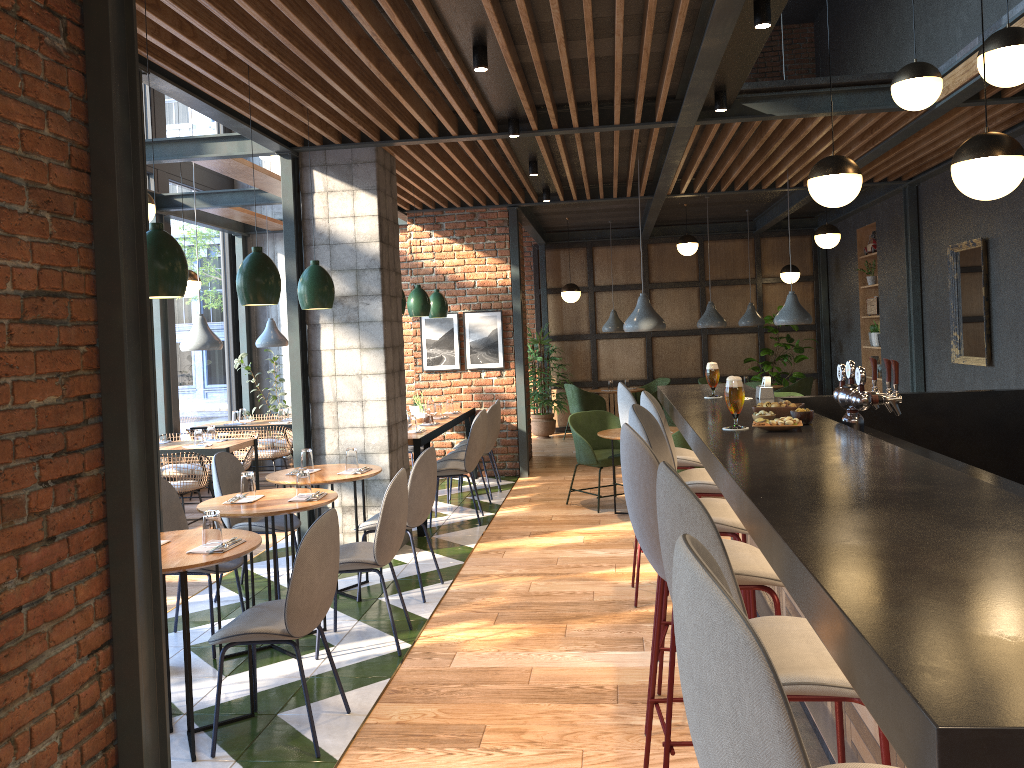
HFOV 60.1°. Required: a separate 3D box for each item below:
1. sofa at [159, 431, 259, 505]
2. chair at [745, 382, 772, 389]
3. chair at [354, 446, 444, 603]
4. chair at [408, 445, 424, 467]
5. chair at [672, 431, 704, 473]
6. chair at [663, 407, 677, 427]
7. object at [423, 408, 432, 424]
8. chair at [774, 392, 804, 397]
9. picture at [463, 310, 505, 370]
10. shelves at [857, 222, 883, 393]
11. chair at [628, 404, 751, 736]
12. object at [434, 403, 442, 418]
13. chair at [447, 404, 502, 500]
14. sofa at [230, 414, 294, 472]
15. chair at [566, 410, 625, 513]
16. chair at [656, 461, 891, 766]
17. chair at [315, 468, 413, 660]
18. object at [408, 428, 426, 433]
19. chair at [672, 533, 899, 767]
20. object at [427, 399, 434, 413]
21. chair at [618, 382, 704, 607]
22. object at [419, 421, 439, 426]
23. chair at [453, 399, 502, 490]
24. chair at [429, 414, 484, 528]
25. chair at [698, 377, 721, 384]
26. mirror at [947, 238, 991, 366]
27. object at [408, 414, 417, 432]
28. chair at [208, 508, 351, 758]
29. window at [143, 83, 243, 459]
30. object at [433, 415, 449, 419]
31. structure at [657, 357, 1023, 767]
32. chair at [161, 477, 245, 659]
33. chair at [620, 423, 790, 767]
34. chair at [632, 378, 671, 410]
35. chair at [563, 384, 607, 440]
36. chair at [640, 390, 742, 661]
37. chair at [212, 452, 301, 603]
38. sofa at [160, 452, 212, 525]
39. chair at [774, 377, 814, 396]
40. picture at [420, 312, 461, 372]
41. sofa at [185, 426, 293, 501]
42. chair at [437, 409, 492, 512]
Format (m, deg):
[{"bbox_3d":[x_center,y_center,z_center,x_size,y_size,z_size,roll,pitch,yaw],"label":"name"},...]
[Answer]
[{"bbox_3d":[-2.887,0.840,8.306,1.091,0.732,0.471,-2,1,6],"label":"sofa"},{"bbox_3d":[2.907,0.396,10.971,0.515,0.818,0.638,-3,2,-33],"label":"chair"},{"bbox_3d":[-0.700,0.829,5.394,0.507,0.887,0.419,-2,1,13],"label":"chair"},{"bbox_3d":[-1.137,0.643,9.088,0.507,0.887,0.419,-2,1,13],"label":"chair"},{"bbox_3d":[1.365,0.695,6.804,0.639,0.818,0.515,-3,1,-23],"label":"chair"},{"bbox_3d":[2.060,0.466,10.384,0.515,0.818,0.638,-3,2,-38],"label":"chair"},{"bbox_3d":[-0.768,0.289,7.996,0.080,0.138,0.080,-3,1,-30],"label":"object"},{"bbox_3d":[2.790,0.510,9.024,0.638,0.818,0.515,-2,1,6],"label":"chair"},{"bbox_3d":[-0.308,-0.477,9.617,0.430,0.631,0.015,-2,0,6],"label":"picture"},{"bbox_3d":[4.592,-0.617,10.991,0.284,2.705,0.836,-2,1,7],"label":"shelves"},{"bbox_3d":[0.738,0.695,3.482,0.507,1.243,0.419,-2,1,18],"label":"chair"},{"bbox_3d":[-0.721,0.256,8.562,0.080,0.138,0.080,-3,1,-20],"label":"object"},{"bbox_3d":[-0.375,0.640,8.544,0.507,0.887,0.419,-2,1,13],"label":"chair"},{"bbox_3d":[-2.671,0.724,10.220,1.091,0.732,0.471,-2,1,6],"label":"sofa"},{"bbox_3d":[0.828,0.661,7.838,0.639,0.818,0.515,-3,1,-28],"label":"chair"},{"bbox_3d":[0.599,0.786,1.959,0.507,1.243,0.418,-2,1,4],"label":"chair"},{"bbox_3d":[-0.771,0.882,4.505,0.507,0.887,0.418,-2,1,3],"label":"chair"},{"bbox_3d":[-0.811,0.391,7.391,0.157,0.019,0.243,-2,3,7],"label":"object"},{"bbox_3d":[0.503,0.830,1.233,0.507,1.243,0.418,-2,1,6],"label":"chair"},{"bbox_3d":[-0.838,0.229,9.131,0.080,0.138,0.080,-2,1,28],"label":"object"},{"bbox_3d":[0.884,0.599,5.085,0.507,1.243,0.418,-2,1,7],"label":"chair"},{"bbox_3d":[-0.744,0.356,7.973,0.157,0.019,0.243,-2,3,7],"label":"object"},{"bbox_3d":[-0.354,0.608,9.092,0.507,0.887,0.418,-2,1,3],"label":"chair"},{"bbox_3d":[-0.484,0.708,7.401,0.507,0.887,0.418,-2,1,3],"label":"chair"},{"bbox_3d":[2.930,0.315,12.416,0.514,0.818,0.639,-2,2,38],"label":"chair"},{"bbox_3d":[4.047,-0.716,7.842,0.061,1.085,0.769,-2,1,7],"label":"mirror"},{"bbox_3d":[-0.835,0.325,7.414,0.080,0.138,0.080,-2,1,30],"label":"object"},{"bbox_3d":[-0.929,0.944,3.503,0.507,0.887,0.418,-2,1,8],"label":"chair"},{"bbox_3d":[-3.975,-1.857,6.652,0.127,5.595,8.733,-2,2,7],"label":"window"},{"bbox_3d":[-0.697,0.322,8.539,0.157,0.019,0.243,-2,3,7],"label":"object"},{"bbox_3d":[2.106,0.586,2.990,2.916,1.395,4.927,-2,3,7],"label":"structure"},{"bbox_3d":[-1.664,0.915,4.611,0.507,0.887,0.418,-2,1,8],"label":"chair"},{"bbox_3d":[0.611,0.731,2.728,0.507,1.243,0.418,-2,1,3],"label":"chair"},{"bbox_3d":[2.013,0.331,12.851,0.515,0.818,0.638,-3,2,-18],"label":"chair"},{"bbox_3d":[1.043,0.392,12.503,0.515,0.818,0.638,-3,2,-18],"label":"chair"},{"bbox_3d":[0.895,0.645,4.251,0.507,1.243,0.418,-2,1,12],"label":"chair"},{"bbox_3d":[-1.581,0.860,5.526,0.507,0.887,0.418,-2,1,8],"label":"chair"},{"bbox_3d":[-3.013,0.908,7.184,1.091,0.732,0.471,-2,1,6],"label":"sofa"},{"bbox_3d":[3.696,0.320,11.727,0.514,0.818,0.639,-1,2,43],"label":"chair"},{"bbox_3d":[-0.784,-0.459,9.671,0.430,0.631,0.015,-2,0,6],"label":"picture"},{"bbox_3d":[-2.797,0.792,9.098,1.091,0.732,0.471,-2,1,6],"label":"sofa"},{"bbox_3d":[-0.461,0.675,7.976,0.507,0.887,0.419,-2,1,13],"label":"chair"}]
